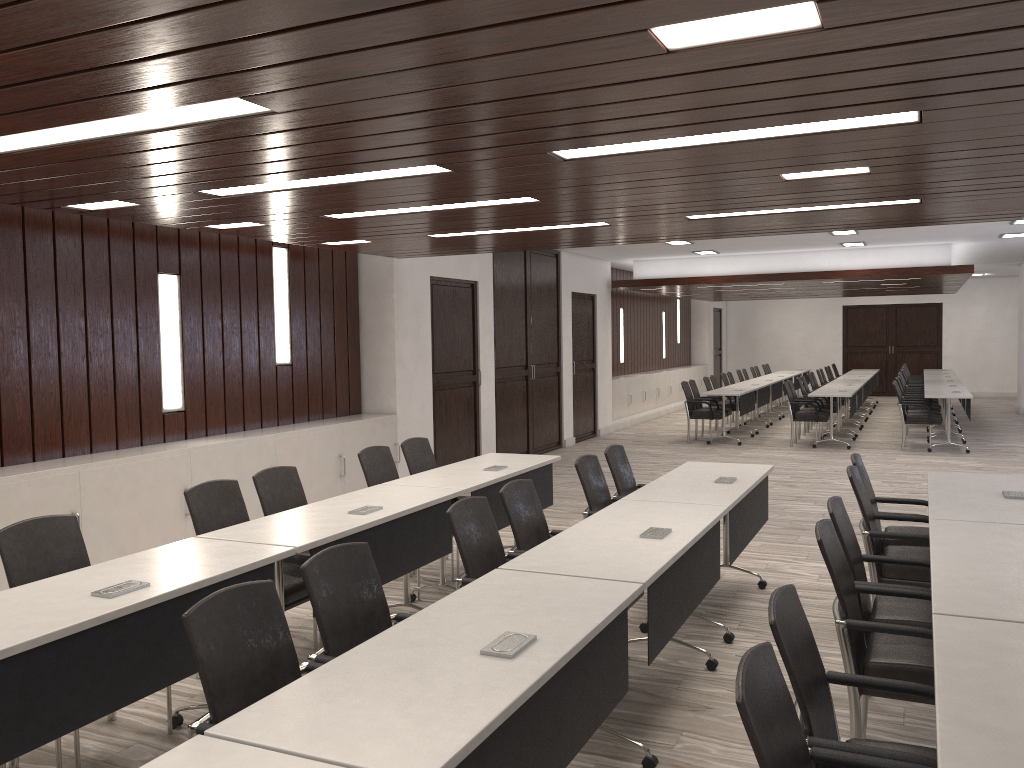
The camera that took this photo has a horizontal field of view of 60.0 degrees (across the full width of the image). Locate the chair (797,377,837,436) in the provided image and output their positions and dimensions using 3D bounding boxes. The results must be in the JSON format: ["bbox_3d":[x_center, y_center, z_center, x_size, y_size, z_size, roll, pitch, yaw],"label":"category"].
[{"bbox_3d":[4.958,0.352,14.408,0.638,0.939,0.513,0,3,24],"label":"chair"}]

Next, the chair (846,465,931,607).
[{"bbox_3d":[2.085,0.911,4.625,0.638,0.939,0.513,0,3,25],"label":"chair"}]

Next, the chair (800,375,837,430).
[{"bbox_3d":[5.177,0.324,14.878,0.638,0.939,0.513,0,3,25],"label":"chair"}]

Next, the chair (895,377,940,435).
[{"bbox_3d":[6.306,0.361,13.790,0.638,0.939,0.513,0,3,25],"label":"chair"}]

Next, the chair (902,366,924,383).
[{"bbox_3d":[8.218,0.113,17.919,0.638,0.939,0.513,0,3,24],"label":"chair"}]

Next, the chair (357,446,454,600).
[{"bbox_3d":[-0.663,0.892,5.891,0.638,0.939,0.513,0,3,24],"label":"chair"}]

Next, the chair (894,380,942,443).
[{"bbox_3d":[5.887,0.416,12.882,0.638,0.939,0.513,0,3,24],"label":"chair"}]

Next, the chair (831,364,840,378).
[{"bbox_3d":[7.516,0.021,19.924,0.638,0.939,0.513,0,3,25],"label":"chair"}]

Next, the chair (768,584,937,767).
[{"bbox_3d":[1.015,1.048,2.347,0.638,0.939,0.513,0,3,25],"label":"chair"}]

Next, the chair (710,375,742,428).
[{"bbox_3d":[3.801,0.313,15.530,0.638,0.939,0.513,0,3,25],"label":"chair"}]

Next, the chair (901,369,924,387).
[{"bbox_3d":[7.589,0.196,16.533,0.638,0.939,0.513,0,3,25],"label":"chair"}]

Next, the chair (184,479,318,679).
[{"bbox_3d":[-1.293,0.975,4.508,0.638,0.939,0.513,0,3,25],"label":"chair"}]

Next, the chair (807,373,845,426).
[{"bbox_3d":[5.589,0.269,15.790,0.638,0.939,0.513,0,3,25],"label":"chair"}]

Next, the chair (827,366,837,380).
[{"bbox_3d":[7.093,0.075,19.019,0.638,0.939,0.513,0,3,25],"label":"chair"}]

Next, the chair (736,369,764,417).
[{"bbox_3d":[4.841,0.177,17.806,0.638,0.939,0.513,0,3,25],"label":"chair"}]

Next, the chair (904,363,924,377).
[{"bbox_3d":[9.082,0.002,19.768,0.638,0.939,0.513,0,3,25],"label":"chair"}]

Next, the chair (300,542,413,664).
[{"bbox_3d":[-0.345,1.039,2.982,0.638,0.939,0.513,0,3,25],"label":"chair"}]

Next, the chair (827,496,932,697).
[{"bbox_3d":[1.663,0.966,3.724,0.638,0.939,0.513,0,3,25],"label":"chair"}]

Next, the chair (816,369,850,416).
[{"bbox_3d":[6.224,0.186,17.173,0.638,0.939,0.513,0,3,25],"label":"chair"}]

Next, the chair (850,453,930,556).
[{"bbox_3d":[2.289,0.883,5.104,0.638,0.939,0.513,0,3,25],"label":"chair"}]

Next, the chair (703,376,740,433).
[{"bbox_3d":[3.577,0.342,15.047,0.638,0.939,0.513,0,3,24],"label":"chair"}]

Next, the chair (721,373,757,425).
[{"bbox_3d":[4.203,0.260,16.421,0.638,0.939,0.513,0,3,25],"label":"chair"}]

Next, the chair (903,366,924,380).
[{"bbox_3d":[8.443,0.084,18.401,0.638,0.939,0.513,0,3,25],"label":"chair"}]

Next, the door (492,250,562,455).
[{"bbox_3d":[0.201,-0.443,12.143,0.200,2.889,2.327,0,3,25],"label":"door"}]

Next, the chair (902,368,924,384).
[{"bbox_3d":[7.815,0.168,17.007,0.638,0.939,0.513,0,3,24],"label":"chair"}]

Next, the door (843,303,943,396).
[{"bbox_3d":[9.635,-0.862,22.509,2.329,2.323,0.200,0,3,25],"label":"door"}]

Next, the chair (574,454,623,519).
[{"bbox_3d":[0.717,0.902,5.256,0.638,0.939,0.513,0,3,24],"label":"chair"}]

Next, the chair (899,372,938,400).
[{"bbox_3d":[7.163,0.250,15.635,0.638,0.939,0.513,0,3,26],"label":"chair"}]

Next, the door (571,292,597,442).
[{"bbox_3d":[1.100,-0.277,14.091,0.200,2.323,1.163,0,3,25],"label":"door"}]

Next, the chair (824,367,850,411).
[{"bbox_3d":[6.868,0.103,18.552,0.638,0.939,0.513,0,3,25],"label":"chair"}]

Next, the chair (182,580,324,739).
[{"bbox_3d":[-0.550,1.067,2.494,0.638,0.939,0.513,0,3,24],"label":"chair"}]

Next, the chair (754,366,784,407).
[{"bbox_3d":[5.704,0.065,19.660,0.638,0.939,0.513,0,3,25],"label":"chair"}]

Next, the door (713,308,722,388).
[{"bbox_3d":[5.328,-0.825,23.227,0.200,2.323,1.163,0,3,25],"label":"door"}]

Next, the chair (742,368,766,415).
[{"bbox_3d":[5.076,0.148,18.274,0.638,0.939,0.513,0,3,24],"label":"chair"}]

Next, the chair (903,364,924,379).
[{"bbox_3d":[8.856,0.030,19.299,0.638,0.939,0.513,0,3,26],"label":"chair"}]

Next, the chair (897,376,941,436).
[{"bbox_3d":[6.541,0.333,14.256,0.638,0.939,0.513,0,3,24],"label":"chair"}]

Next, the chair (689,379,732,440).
[{"bbox_3d":[3.155,0.397,14.139,0.638,0.939,0.513,0,3,24],"label":"chair"}]

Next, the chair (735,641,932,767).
[{"bbox_3d":[0.807,1.077,1.866,0.638,0.939,0.513,0,3,25],"label":"chair"}]

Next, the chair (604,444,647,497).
[{"bbox_3d":[0.940,0.873,5.733,0.638,0.939,0.513,0,3,24],"label":"chair"}]

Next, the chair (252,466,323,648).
[{"bbox_3d":[-1.088,0.947,4.986,0.638,0.939,0.513,0,3,24],"label":"chair"}]

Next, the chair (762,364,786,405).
[{"bbox_3d":[6.129,0.011,20.558,0.638,0.939,0.513,0,3,25],"label":"chair"}]

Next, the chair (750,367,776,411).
[{"bbox_3d":[5.484,0.094,19.184,0.638,0.939,0.513,0,3,24],"label":"chair"}]

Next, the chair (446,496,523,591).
[{"bbox_3d":[0.069,0.985,3.876,0.638,0.939,0.513,0,3,24],"label":"chair"}]

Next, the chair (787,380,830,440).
[{"bbox_3d":[4.530,0.406,13.516,0.638,0.939,0.513,0,3,24],"label":"chair"}]

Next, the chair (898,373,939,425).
[{"bbox_3d":[6.942,0.279,15.161,0.638,0.939,0.513,0,3,25],"label":"chair"}]

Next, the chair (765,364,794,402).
[{"bbox_3d":[6.345,-0.017,21.034,0.638,0.939,0.513,0,3,25],"label":"chair"}]

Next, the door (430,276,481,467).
[{"bbox_3d":[-0.691,-0.044,10.221,0.200,2.323,1.163,0,3,25],"label":"door"}]

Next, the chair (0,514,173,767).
[{"bbox_3d":[-1.711,1.029,3.607,0.638,0.939,0.513,0,3,24],"label":"chair"}]

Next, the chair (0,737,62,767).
[{"bbox_3d":[-1.934,1.058,3.126,0.638,0.939,0.513,0,3,25],"label":"chair"}]

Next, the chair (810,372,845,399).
[{"bbox_3d":[5.802,0.241,16.260,0.638,0.939,0.513,0,3,25],"label":"chair"}]

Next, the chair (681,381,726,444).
[{"bbox_3d":[2.944,0.425,13.662,0.638,0.939,0.513,0,3,26],"label":"chair"}]

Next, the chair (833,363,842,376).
[{"bbox_3d":[7.718,-0.008,20.401,0.638,0.939,0.513,0,3,24],"label":"chair"}]

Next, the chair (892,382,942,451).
[{"bbox_3d":[5.667,0.444,12.408,0.638,0.939,0.513,0,3,26],"label":"chair"}]

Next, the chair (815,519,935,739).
[{"bbox_3d":[1.448,0.994,3.248,0.638,0.939,0.513,0,3,25],"label":"chair"}]

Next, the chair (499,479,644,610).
[{"bbox_3d":[0.291,0.956,4.350,0.638,0.939,0.513,0,3,25],"label":"chair"}]

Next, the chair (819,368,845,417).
[{"bbox_3d":[6.453,0.158,17.644,0.638,0.939,0.513,0,3,25],"label":"chair"}]

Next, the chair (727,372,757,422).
[{"bbox_3d":[4.427,0.232,16.888,0.638,0.939,0.513,0,3,25],"label":"chair"}]

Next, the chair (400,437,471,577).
[{"bbox_3d":[-0.442,0.863,6.372,0.638,0.939,0.513,0,3,24],"label":"chair"}]

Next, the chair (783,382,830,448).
[{"bbox_3d":[4.318,0.435,13.028,0.638,0.939,0.513,0,3,25],"label":"chair"}]
